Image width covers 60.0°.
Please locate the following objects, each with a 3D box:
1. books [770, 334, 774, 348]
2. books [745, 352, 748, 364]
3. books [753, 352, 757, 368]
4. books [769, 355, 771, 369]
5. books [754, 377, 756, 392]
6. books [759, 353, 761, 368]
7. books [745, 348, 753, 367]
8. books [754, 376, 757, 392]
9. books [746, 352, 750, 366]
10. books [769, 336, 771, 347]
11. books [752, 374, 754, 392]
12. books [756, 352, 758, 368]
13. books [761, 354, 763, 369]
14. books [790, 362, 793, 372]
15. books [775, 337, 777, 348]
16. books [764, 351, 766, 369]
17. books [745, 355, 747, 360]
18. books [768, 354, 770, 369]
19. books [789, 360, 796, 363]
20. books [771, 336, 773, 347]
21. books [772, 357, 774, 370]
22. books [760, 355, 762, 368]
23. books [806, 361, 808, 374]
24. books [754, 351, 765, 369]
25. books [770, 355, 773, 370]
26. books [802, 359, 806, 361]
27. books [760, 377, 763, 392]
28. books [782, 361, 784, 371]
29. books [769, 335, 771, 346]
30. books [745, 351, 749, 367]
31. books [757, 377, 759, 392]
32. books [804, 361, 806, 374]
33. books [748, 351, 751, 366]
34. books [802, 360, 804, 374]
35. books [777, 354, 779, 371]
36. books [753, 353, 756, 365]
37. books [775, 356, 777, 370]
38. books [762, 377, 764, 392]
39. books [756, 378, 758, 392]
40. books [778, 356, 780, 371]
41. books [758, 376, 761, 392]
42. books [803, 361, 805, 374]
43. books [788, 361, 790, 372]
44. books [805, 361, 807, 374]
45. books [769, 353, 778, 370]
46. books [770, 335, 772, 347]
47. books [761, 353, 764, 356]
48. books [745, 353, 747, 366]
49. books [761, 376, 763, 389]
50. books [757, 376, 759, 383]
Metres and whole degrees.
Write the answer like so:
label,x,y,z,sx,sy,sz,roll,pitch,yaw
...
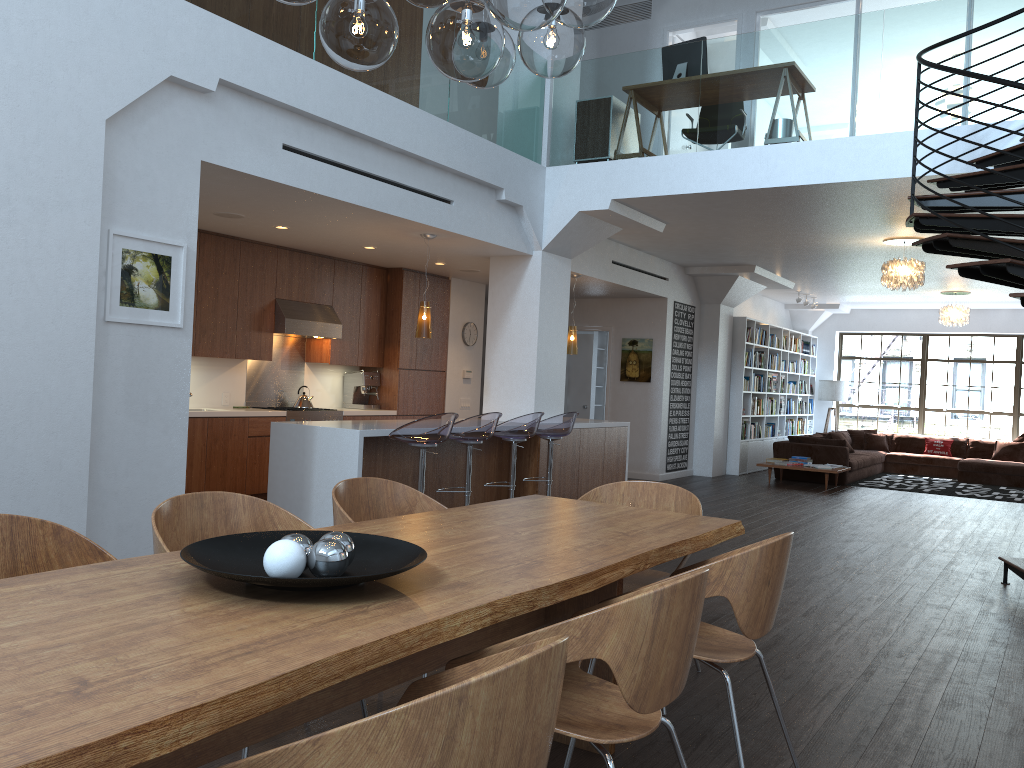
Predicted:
label,x,y,z,sx,sy,sz,roll,pitch,yaw
books,4.335,-0.723,14.920,0.140,0.231,0.042,3,0,32
books,3.553,-0.385,13.691,0.152,0.232,0.104,3,0,32
books,3.788,-0.386,14.092,0.183,0.253,0.042,3,0,32
books,4.203,-0.362,14.729,0.174,0.239,0.045,3,0,32
books,3.781,-0.002,14.094,0.174,0.239,0.045,3,0,32
books,3.911,-0.381,14.297,0.183,0.253,0.042,3,0,32
books,3.662,-0.410,13.850,0.176,0.290,0.053,3,0,32
books,3.806,-0.004,14.139,0.170,0.245,0.057,3,0,32
books,3.572,-0.386,13.717,0.172,0.235,0.112,3,0,32
books,4.217,-0.708,14.726,0.139,0.191,0.036,3,0,32
books,3.701,-0.027,13.983,0.197,0.283,0.065,3,0,32
books,3.829,-0.387,14.168,0.180,0.259,0.042,3,0,32
books,3.980,-0.371,14.386,0.174,0.240,0.054,3,0,32
books,5.017,-0.297,16.044,0.134,0.184,0.030,3,0,32
books,4.409,-0.699,15.035,0.139,0.191,0.036,3,0,32
books,4.068,-0.392,14.528,0.176,0.291,0.053,3,0,32
books,3.495,-0.363,13.599,0.161,0.182,0.170,3,0,32
books,4.168,-0.370,14.664,0.182,0.253,0.034,3,0,32
books,5.117,-0.316,16.198,0.140,0.231,0.042,3,0,32
books,4.292,-0.710,14.846,0.146,0.202,0.027,3,0,32
books,4.310,-0.348,14.902,0.161,0.223,0.026,3,0,32
books,3.943,-0.364,14.320,0.161,0.223,0.032,3,0,32
books,5.507,-0.310,16.825,0.183,0.253,0.034,3,0,32
books,4.026,-0.391,14.493,0.198,0.284,0.049,3,0,32
books,4.256,-0.366,14.815,0.182,0.253,0.034,3,0,32
books,5.434,-0.332,16.699,0.176,0.290,0.036,3,0,32
books,3.970,0.007,14.388,0.174,0.239,0.045,3,0,32
books,4.687,-0.308,15.498,0.128,0.178,0.021,3,0,32
books,4.230,-0.713,14.756,0.146,0.202,0.027,3,0,32
books,3.586,-0.388,13.759,0.172,0.239,0.093,3,0,32
books,3.870,0.007,14.249,0.167,0.230,0.037,3,0,32
books,5.422,-0.314,16.665,0.183,0.253,0.034,3,0,32
books,3.613,-0.388,13.789,0.174,0.242,0.105,3,0,32
books,5.335,-0.317,16.529,0.183,0.253,0.034,3,0,32
books,4.452,-0.373,15.148,0.197,0.283,0.065,3,0,32
books,3.739,-0.379,14.016,0.174,0.236,0.142,3,0,33
books,4.387,-0.353,15.026,0.174,0.239,0.045,3,0,32
books,4.012,0.002,14.448,0.182,0.253,0.034,3,0,32
books,3.847,0.010,14.193,0.161,0.223,0.027,3,0,32
books,4.503,-0.353,15.202,0.159,0.250,0.026,3,0,32
books,3.915,-0.002,14.303,0.182,0.253,0.034,3,0,32
books,5.392,-0.308,16.638,0.174,0.240,0.045,3,0,32
books,4.859,-0.313,15.769,0.146,0.202,0.027,3,0,32
books,5.460,-0.315,16.739,0.180,0.259,0.060,3,0,32
books,4.424,-0.377,15.094,0.176,0.290,0.053,3,0,32
books,4.252,-0.712,14.774,0.146,0.202,0.027,3,0,32
books,4.011,-0.375,14.454,0.160,0.251,0.031,3,0,32
books,3.533,-0.379,13.668,0.161,0.218,0.101,3,0,32
books,3.985,0.001,14.425,0.182,0.253,0.034,3,0,32
books,3.878,-0.004,14.287,0.182,0.253,0.034,3,0,32
